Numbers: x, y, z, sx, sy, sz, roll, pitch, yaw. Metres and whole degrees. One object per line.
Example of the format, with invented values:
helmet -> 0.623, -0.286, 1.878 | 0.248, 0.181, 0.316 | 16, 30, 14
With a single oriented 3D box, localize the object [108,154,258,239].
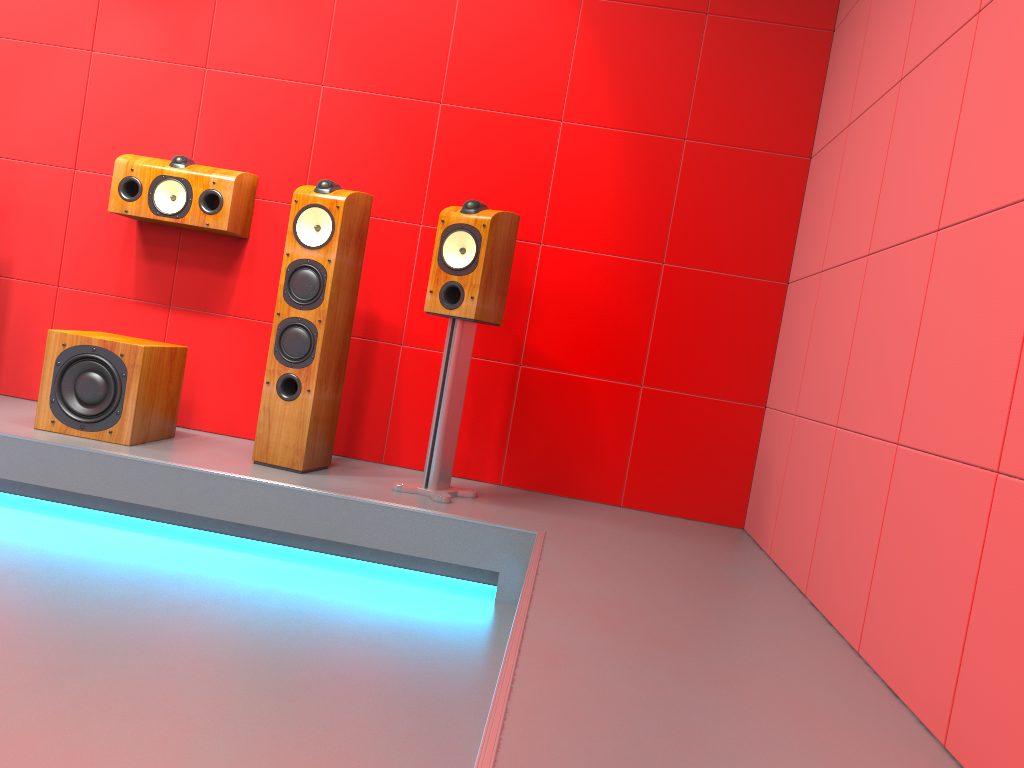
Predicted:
object -> -1.326, -0.777, 3.594 | 0.493, 0.271, 0.235 | 10, 3, 4

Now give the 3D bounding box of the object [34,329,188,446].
object -> -1.484, 0.008, 3.306 | 0.360, 0.360, 0.360 | 10, 3, 4

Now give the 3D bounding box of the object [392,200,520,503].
object -> -0.193, -0.124, 3.198 | 0.231, 1.058, 0.265 | 11, 3, 24

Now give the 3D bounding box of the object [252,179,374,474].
object -> -0.731, -0.214, 3.262 | 0.203, 1.052, 0.238 | 10, 3, 14
